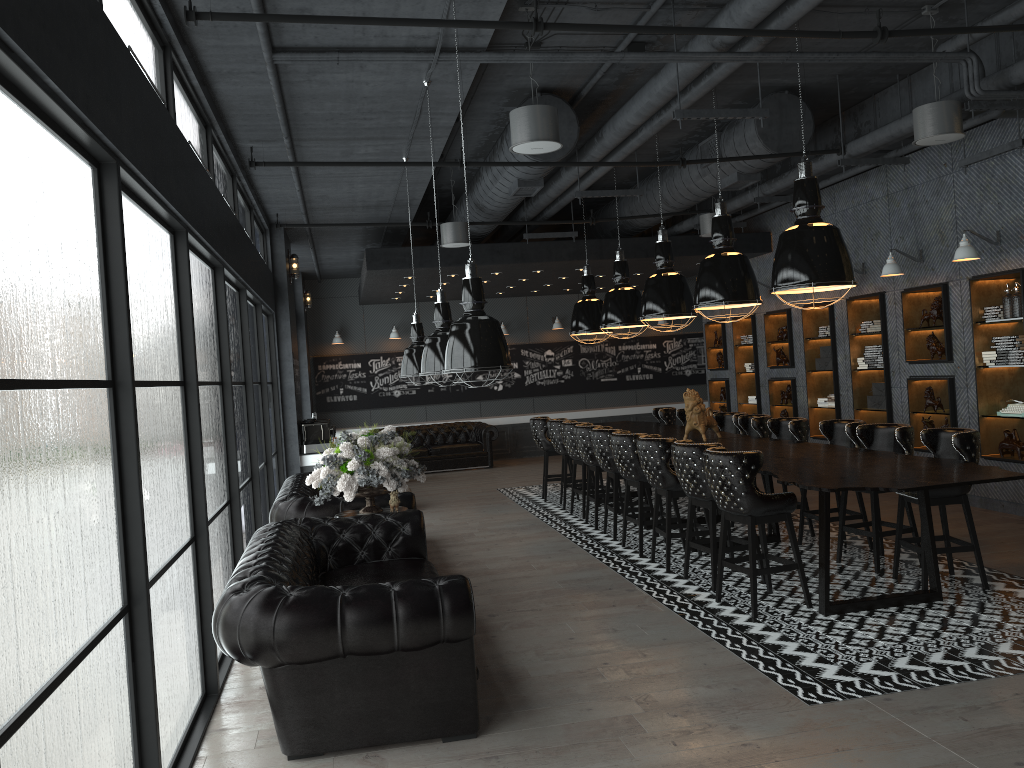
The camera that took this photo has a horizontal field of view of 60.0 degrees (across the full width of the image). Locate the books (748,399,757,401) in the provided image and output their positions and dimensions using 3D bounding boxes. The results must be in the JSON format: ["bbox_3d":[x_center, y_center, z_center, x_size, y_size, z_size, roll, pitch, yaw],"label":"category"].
[{"bbox_3d":[3.883,0.250,14.045,0.166,0.024,0.227,-4,1,-25],"label":"books"}]

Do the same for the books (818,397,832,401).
[{"bbox_3d":[4.285,0.201,11.995,0.225,0.029,0.179,-4,1,-26],"label":"books"}]

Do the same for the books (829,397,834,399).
[{"bbox_3d":[4.331,0.181,11.704,0.244,0.023,0.247,-4,1,-26],"label":"books"}]

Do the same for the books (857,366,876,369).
[{"bbox_3d":[4.425,-0.206,10.950,0.245,0.028,0.193,-4,1,-18],"label":"books"}]

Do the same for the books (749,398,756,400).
[{"bbox_3d":[3.903,0.224,14.050,0.243,0.024,0.175,-4,1,-20],"label":"books"}]

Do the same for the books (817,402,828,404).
[{"bbox_3d":[4.282,0.251,12.009,0.166,0.024,0.227,-5,1,-43],"label":"books"}]

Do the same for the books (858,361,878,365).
[{"bbox_3d":[4.437,-0.263,10.963,0.245,0.028,0.193,-4,1,-5],"label":"books"}]

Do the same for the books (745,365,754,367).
[{"bbox_3d":[3.830,-0.294,14.028,0.245,0.028,0.193,-4,1,-8],"label":"books"}]

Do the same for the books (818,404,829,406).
[{"bbox_3d":[4.295,0.280,11.996,0.179,0.034,0.243,-4,1,-32],"label":"books"}]

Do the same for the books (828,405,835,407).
[{"bbox_3d":[4.302,0.289,11.703,0.167,0.023,0.228,-4,1,-11],"label":"books"}]

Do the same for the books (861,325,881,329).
[{"bbox_3d":[4.444,-0.709,10.928,0.193,0.028,0.245,-4,1,-3],"label":"books"}]

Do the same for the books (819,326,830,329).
[{"bbox_3d":[4.251,-0.765,11.863,0.193,0.028,0.245,-4,1,-8],"label":"books"}]

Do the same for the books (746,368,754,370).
[{"bbox_3d":[3.835,-0.237,13.967,0.245,0.028,0.193,-4,1,-2],"label":"books"}]

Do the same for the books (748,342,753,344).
[{"bbox_3d":[3.861,-0.655,13.903,0.193,0.028,0.245,-4,1,-32],"label":"books"}]

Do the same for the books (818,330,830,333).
[{"bbox_3d":[4.255,-0.709,11.860,0.193,0.028,0.245,-4,1,-20],"label":"books"}]

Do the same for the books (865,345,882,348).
[{"bbox_3d":[4.473,-0.461,10.830,0.193,0.028,0.245,-4,1,-36],"label":"books"}]

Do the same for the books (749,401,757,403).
[{"bbox_3d":[3.896,0.278,14.031,0.179,0.034,0.243,-5,1,-42],"label":"books"}]

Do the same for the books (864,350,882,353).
[{"bbox_3d":[4.474,-0.405,10.848,0.193,0.028,0.245,-5,1,-41],"label":"books"}]

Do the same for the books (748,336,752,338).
[{"bbox_3d":[3.855,-0.739,13.902,0.193,0.028,0.245,-4,1,-31],"label":"books"}]

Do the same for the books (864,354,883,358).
[{"bbox_3d":[4.459,-0.347,10.821,0.193,0.028,0.245,-5,1,-42],"label":"books"}]

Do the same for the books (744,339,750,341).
[{"bbox_3d":[3.840,-0.714,14.192,0.193,0.028,0.245,-4,1,-4],"label":"books"}]

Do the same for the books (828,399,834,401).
[{"bbox_3d":[4.306,0.205,11.717,0.197,0.023,0.248,-4,1,6],"label":"books"}]

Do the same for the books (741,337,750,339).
[{"bbox_3d":[3.799,-0.739,14.184,0.193,0.028,0.245,-4,1,-6],"label":"books"}]

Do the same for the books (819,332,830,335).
[{"bbox_3d":[4.245,-0.680,11.872,0.193,0.028,0.245,-4,1,0],"label":"books"}]

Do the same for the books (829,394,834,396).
[{"bbox_3d":[4.324,0.138,11.713,0.185,0.024,0.212,-4,1,-16],"label":"books"}]

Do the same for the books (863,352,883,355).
[{"bbox_3d":[4.448,-0.375,10.821,0.193,0.028,0.245,-5,1,-39],"label":"books"}]

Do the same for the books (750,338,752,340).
[{"bbox_3d":[3.890,-0.714,13.926,0.193,0.028,0.245,-4,1,-29],"label":"books"}]

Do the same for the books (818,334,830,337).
[{"bbox_3d":[4.255,-0.653,11.882,0.193,0.028,0.245,-4,1,-11],"label":"books"}]

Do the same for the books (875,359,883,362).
[{"bbox_3d":[4.531,-0.294,10.677,0.193,0.028,0.245,-4,1,-21],"label":"books"}]

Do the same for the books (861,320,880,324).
[{"bbox_3d":[4.461,-0.766,10.921,0.193,0.028,0.245,-4,1,-11],"label":"books"}]

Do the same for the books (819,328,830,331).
[{"bbox_3d":[4.265,-0.739,11.906,0.193,0.028,0.245,-4,1,-5],"label":"books"}]

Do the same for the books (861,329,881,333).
[{"bbox_3d":[4.430,-0.651,10.916,0.193,0.028,0.245,-4,1,5],"label":"books"}]

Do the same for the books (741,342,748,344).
[{"bbox_3d":[3.805,-0.655,14.184,0.193,0.028,0.245,-4,1,-7],"label":"books"}]

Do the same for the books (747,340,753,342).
[{"bbox_3d":[3.839,-0.682,13.913,0.193,0.028,0.245,-4,1,-24],"label":"books"}]

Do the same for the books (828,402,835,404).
[{"bbox_3d":[4.304,0.247,11.712,0.202,0.022,0.228,-4,1,-8],"label":"books"}]

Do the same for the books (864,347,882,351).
[{"bbox_3d":[4.461,-0.432,10.833,0.245,0.028,0.193,-3,1,40],"label":"books"}]

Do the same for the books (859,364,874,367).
[{"bbox_3d":[4.431,-0.234,10.910,0.245,0.028,0.193,-4,1,-12],"label":"books"}]

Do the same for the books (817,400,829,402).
[{"bbox_3d":[4.299,0.226,12.035,0.243,0.024,0.175,-4,1,-12],"label":"books"}]

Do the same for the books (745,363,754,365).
[{"bbox_3d":[3.839,-0.323,14.030,0.245,0.028,0.193,-4,1,-18],"label":"books"}]

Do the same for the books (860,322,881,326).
[{"bbox_3d":[4.452,-0.738,10.926,0.193,0.028,0.245,-4,1,-19],"label":"books"}]

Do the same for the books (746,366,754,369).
[{"bbox_3d":[3.846,-0.267,14.010,0.245,0.028,0.193,-4,1,-11],"label":"books"}]

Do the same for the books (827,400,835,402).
[{"bbox_3d":[4.297,0.227,11.709,0.205,0.019,0.264,-4,1,-12],"label":"books"}]

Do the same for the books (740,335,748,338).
[{"bbox_3d":[3.797,-0.768,14.183,0.193,0.028,0.245,-4,1,-14],"label":"books"}]

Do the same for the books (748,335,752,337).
[{"bbox_3d":[3.854,-0.767,13.901,0.193,0.028,0.245,-5,1,-39],"label":"books"}]

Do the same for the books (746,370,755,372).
[{"bbox_3d":[3.860,-0.211,14.013,0.245,0.028,0.193,-4,1,-15],"label":"books"}]

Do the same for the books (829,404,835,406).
[{"bbox_3d":[4.306,0.268,11.711,0.158,0.021,0.224,-4,1,-2],"label":"books"}]

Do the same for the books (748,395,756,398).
[{"bbox_3d":[3.884,0.199,14.041,0.225,0.029,0.179,-4,1,-28],"label":"books"}]

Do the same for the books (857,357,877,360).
[{"bbox_3d":[4.424,-0.319,10.951,0.245,0.028,0.193,-4,1,-4],"label":"books"}]

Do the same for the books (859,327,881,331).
[{"bbox_3d":[4.422,-0.679,10.944,0.193,0.028,0.245,-4,1,0],"label":"books"}]

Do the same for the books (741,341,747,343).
[{"bbox_3d":[3.790,-0.682,14.203,0.193,0.028,0.245,-4,1,1],"label":"books"}]

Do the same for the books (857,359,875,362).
[{"bbox_3d":[4.410,-0.289,10.927,0.245,0.028,0.193,-4,1,2],"label":"books"}]

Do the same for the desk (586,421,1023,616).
[{"bbox_3d":[1.838,1.023,8.752,1.433,0.927,7.594,-4,1,-11],"label":"desk"}]
